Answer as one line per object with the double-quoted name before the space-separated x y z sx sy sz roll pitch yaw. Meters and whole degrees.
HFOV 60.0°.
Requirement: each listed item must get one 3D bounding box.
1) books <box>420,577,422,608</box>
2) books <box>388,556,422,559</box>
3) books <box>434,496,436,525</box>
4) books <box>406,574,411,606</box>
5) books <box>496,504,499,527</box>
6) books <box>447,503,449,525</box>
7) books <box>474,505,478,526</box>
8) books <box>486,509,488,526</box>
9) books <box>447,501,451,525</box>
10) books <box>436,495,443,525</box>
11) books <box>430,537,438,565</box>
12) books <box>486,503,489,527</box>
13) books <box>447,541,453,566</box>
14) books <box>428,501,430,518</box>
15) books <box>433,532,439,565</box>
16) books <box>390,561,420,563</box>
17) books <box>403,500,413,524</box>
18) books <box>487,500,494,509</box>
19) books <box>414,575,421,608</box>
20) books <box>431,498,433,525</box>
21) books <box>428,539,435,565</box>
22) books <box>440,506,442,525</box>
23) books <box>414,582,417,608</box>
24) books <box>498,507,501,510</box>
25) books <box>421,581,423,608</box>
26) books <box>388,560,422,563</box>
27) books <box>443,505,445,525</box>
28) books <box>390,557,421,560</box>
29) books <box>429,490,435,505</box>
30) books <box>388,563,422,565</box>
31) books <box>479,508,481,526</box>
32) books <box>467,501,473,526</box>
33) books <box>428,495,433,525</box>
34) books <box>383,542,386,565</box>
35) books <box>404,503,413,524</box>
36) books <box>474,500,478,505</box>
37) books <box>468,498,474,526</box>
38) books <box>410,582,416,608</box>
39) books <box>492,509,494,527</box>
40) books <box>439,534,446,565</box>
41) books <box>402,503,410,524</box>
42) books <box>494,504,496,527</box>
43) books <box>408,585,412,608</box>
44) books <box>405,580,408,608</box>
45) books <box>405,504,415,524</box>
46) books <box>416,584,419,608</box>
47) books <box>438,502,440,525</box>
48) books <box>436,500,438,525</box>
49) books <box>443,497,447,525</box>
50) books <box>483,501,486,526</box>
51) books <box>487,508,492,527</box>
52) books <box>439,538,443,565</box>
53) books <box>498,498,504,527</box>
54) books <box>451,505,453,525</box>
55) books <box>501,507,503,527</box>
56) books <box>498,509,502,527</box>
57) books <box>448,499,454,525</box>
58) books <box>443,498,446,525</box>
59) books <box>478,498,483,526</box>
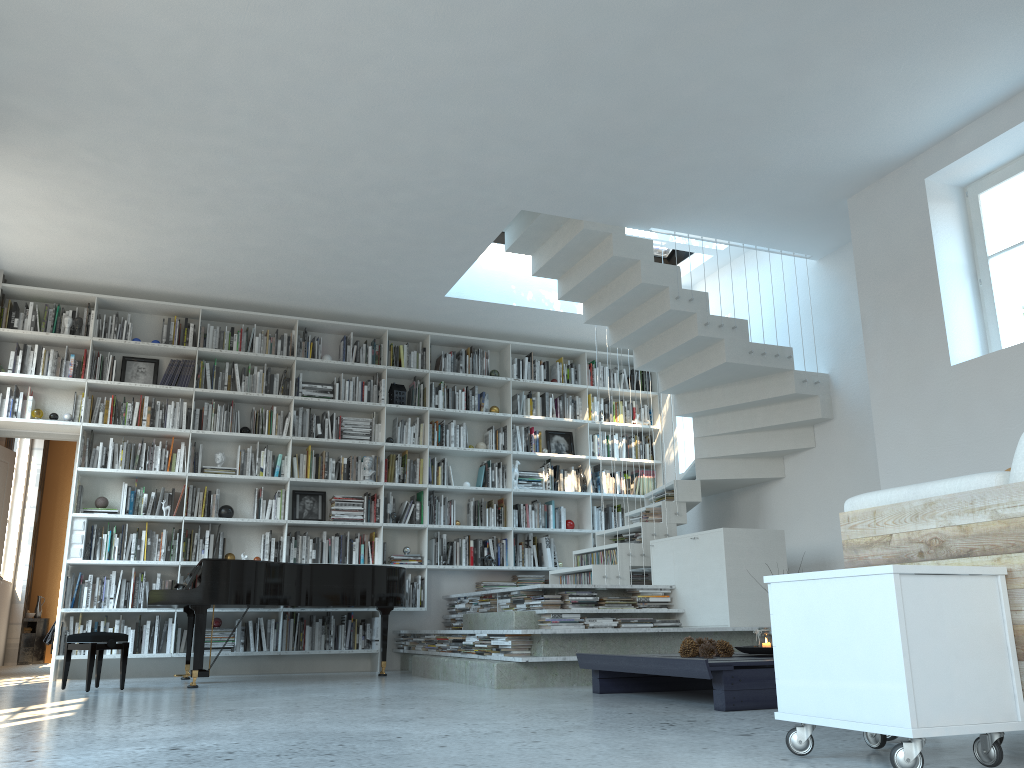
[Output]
"books" -0.851 1.895 8.050 0.015 0.270 0.158 5 -16 -21
"books" -0.978 1.586 8.109 0.285 0.012 0.160 4 -16 -17
"books" -0.738 1.208 8.357 0.005 0.283 0.159 5 -16 -21
"books" -0.950 1.871 8.013 0.032 0.299 0.149 5 -16 -21
"books" -0.167 1.291 8.588 0.021 0.231 0.155 5 -16 -21
"books" -0.623 1.253 8.414 0.008 0.222 0.134 5 -16 -21
"books" -0.365 1.275 8.493 0.016 0.215 0.178 5 -16 -21
"books" -0.267 1.299 8.520 0.018 0.181 0.182 5 -16 -21
"books" -0.609 1.244 8.412 0.015 0.237 0.177 5 -16 -21
"books" -0.683 1.206 8.379 0.014 0.296 0.175 5 -16 -21
"books" -0.726 1.569 8.256 0.023 0.261 0.187 5 -16 -21
"books" -0.262 1.278 8.562 0.030 0.243 0.136 5 -16 -21
"books" -0.609 1.600 8.314 0.065 0.230 0.162 5 -16 -21
"books" -0.801 1.229 8.351 0.011 0.238 0.136 5 -16 -21
"books" -0.711 1.545 8.270 0.010 0.315 0.187 5 -16 -21
"books" -0.977 1.633 8.096 0.254 0.012 0.161 4 -16 -15
"books" -0.992 1.210 8.265 0.094 0.238 0.150 5 -16 -21
"books" -0.206 1.263 8.565 0.006 0.273 0.173 5 -16 -21
"books" -0.860 1.881 8.026 0.021 0.284 0.173 5 -16 -21
"books" -0.771 1.208 8.352 0.006 0.280 0.155 5 -16 -21
"books" -0.749 1.577 8.267 0.012 0.253 0.161 5 -16 -21
"books" -0.695 1.258 8.361 0.013 0.186 0.184 5 -16 -21
"books" -0.889 1.910 8.017 0.012 0.225 0.149 5 -16 -21
"books" -0.135 1.307 8.599 0.016 0.204 0.142 5 -16 -21
"books" -0.833 1.911 8.037 0.013 0.232 0.149 5 -16 -21
"books" -0.977 1.620 8.098 0.285 0.012 0.160 5 -16 -18
"books" -0.670 1.257 8.389 0.013 0.202 0.167 5 -16 -21
"books" -0.975 1.595 8.098 0.254 0.012 0.161 5 -17 -21
"books" -0.759 1.184 8.382 0.007 0.341 0.150 5 -16 -21
"books" -0.978 1.645 8.096 0.285 0.012 0.160 4 -16 -16
"books" -0.334 1.291 8.539 0.031 0.208 0.122 5 -16 -21
"books" -0.402 1.259 8.500 0.019 0.251 0.130 5 -16 -21
"books" -0.782 1.200 8.351 0.018 0.294 0.178 5 -16 -21
"books" -1.182 1.559 8.103 0.030 0.210 0.137 5 -16 -21
"books" -0.991 1.225 8.272 0.090 0.214 0.139 5 -16 -21
"books" -0.356 1.258 8.518 0.015 0.261 0.150 5 -16 -21
"books" -0.391 1.245 8.522 0.016 0.289 0.132 5 -16 -21
"books" -0.901 1.905 7.995 0.026 0.224 0.175 5 -16 -21
"books" -0.216 1.305 8.546 0.019 0.182 0.191 5 -16 -21
"books" -0.657 1.560 8.288 0.030 0.293 0.189 5 -16 -21
"books" -1.007 1.223 8.257 0.090 0.211 0.143 5 -16 -21
"books" -0.195 1.285 8.563 0.018 0.229 0.182 5 -16 -21
"books" -0.928 1.920 8.007 0.013 0.202 0.139 5 -16 -21
"books" -0.964 1.890 7.981 0.014 0.245 0.176 5 -16 -21
"books" -0.975 1.229 8.265 0.091 0.204 0.169 5 -16 -21
"books" -0.872 1.913 8.004 0.011 0.211 0.179 5 -16 -21
"books" -0.715 1.235 8.350 0.011 0.225 0.188 5 -16 -21
"books" -0.730 1.226 8.358 0.013 0.248 0.165 5 -16 -21
"books" -0.642 1.222 8.415 0.006 0.284 0.160 5 -16 -21
"books" -0.285 1.264 8.523 0.018 0.250 0.184 5 -16 -21
"books" -0.233 1.299 8.546 0.015 0.194 0.176 5 -16 -21
"books" -0.682 1.577 8.274 0.023 0.255 0.178 5 -16 -21
"books" -0.106 1.261 8.603 0.007 0.294 0.162 5 -16 -21
"books" -0.594 1.260 8.410 0.014 0.207 0.181 5 -16 -21
"books" -0.118 1.306 8.595 0.013 0.203 0.159 5 -16 -21
"books" -0.139 1.310 8.564 0.016 0.180 0.190 5 -16 -21
"books" -0.583 1.236 8.426 0.014 0.260 0.142 5 -16 -21
"books" -0.655 1.224 8.391 0.012 0.266 0.183 5 -16 -21
"books" -0.306 1.253 8.546 0.007 0.284 0.160 5 -16 -21
